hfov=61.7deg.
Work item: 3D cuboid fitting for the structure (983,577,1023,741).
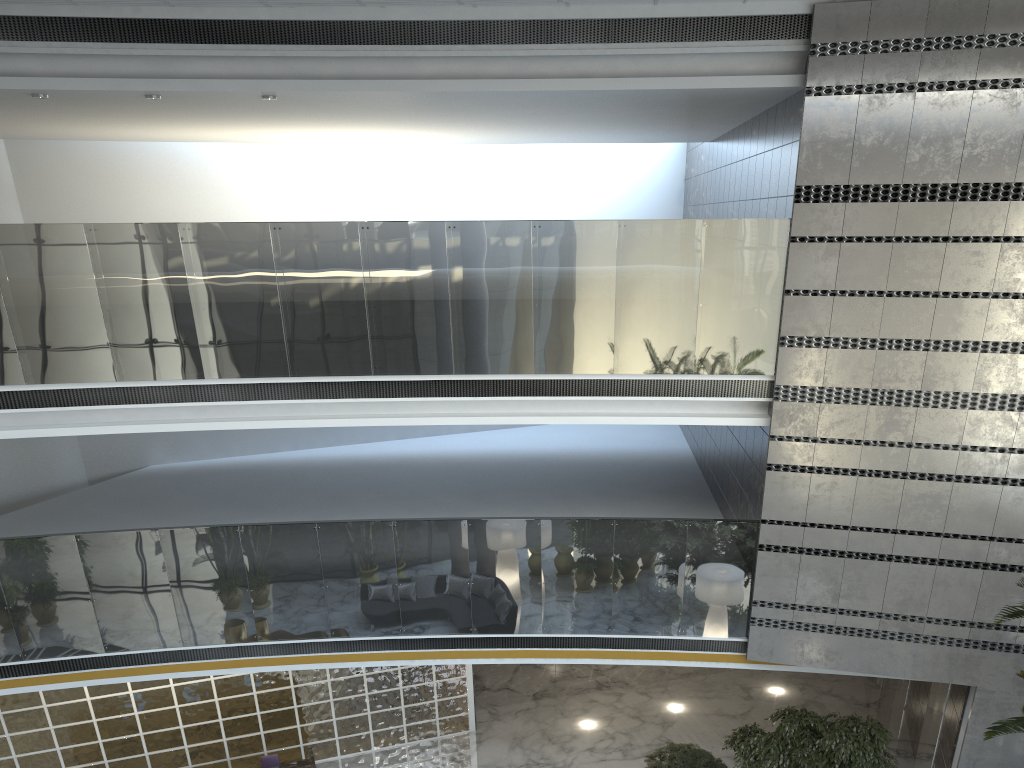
[{"bbox_3d":[5.596,3.848,8.174,2.360,5.136,2.367,8,23,24],"label":"structure"}]

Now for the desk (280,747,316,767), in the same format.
[{"bbox_3d":[-4.218,5.465,11.368,3.166,0.783,1.447,-4,14,-18],"label":"desk"}]

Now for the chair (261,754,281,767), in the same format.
[{"bbox_3d":[-3.200,5.303,11.485,0.257,0.646,0.310,-8,22,-17],"label":"chair"}]

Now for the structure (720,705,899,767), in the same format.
[{"bbox_3d":[3.626,4.886,10.466,1.601,2.181,1.874,-17,24,-38],"label":"structure"}]

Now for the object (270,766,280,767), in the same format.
[{"bbox_3d":[-3.119,5.055,11.011,0.292,0.325,0.103,-7,22,-17],"label":"object"}]

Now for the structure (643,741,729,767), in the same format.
[{"bbox_3d":[2.187,5.165,10.918,1.115,1.467,1.144,10,22,30],"label":"structure"}]
